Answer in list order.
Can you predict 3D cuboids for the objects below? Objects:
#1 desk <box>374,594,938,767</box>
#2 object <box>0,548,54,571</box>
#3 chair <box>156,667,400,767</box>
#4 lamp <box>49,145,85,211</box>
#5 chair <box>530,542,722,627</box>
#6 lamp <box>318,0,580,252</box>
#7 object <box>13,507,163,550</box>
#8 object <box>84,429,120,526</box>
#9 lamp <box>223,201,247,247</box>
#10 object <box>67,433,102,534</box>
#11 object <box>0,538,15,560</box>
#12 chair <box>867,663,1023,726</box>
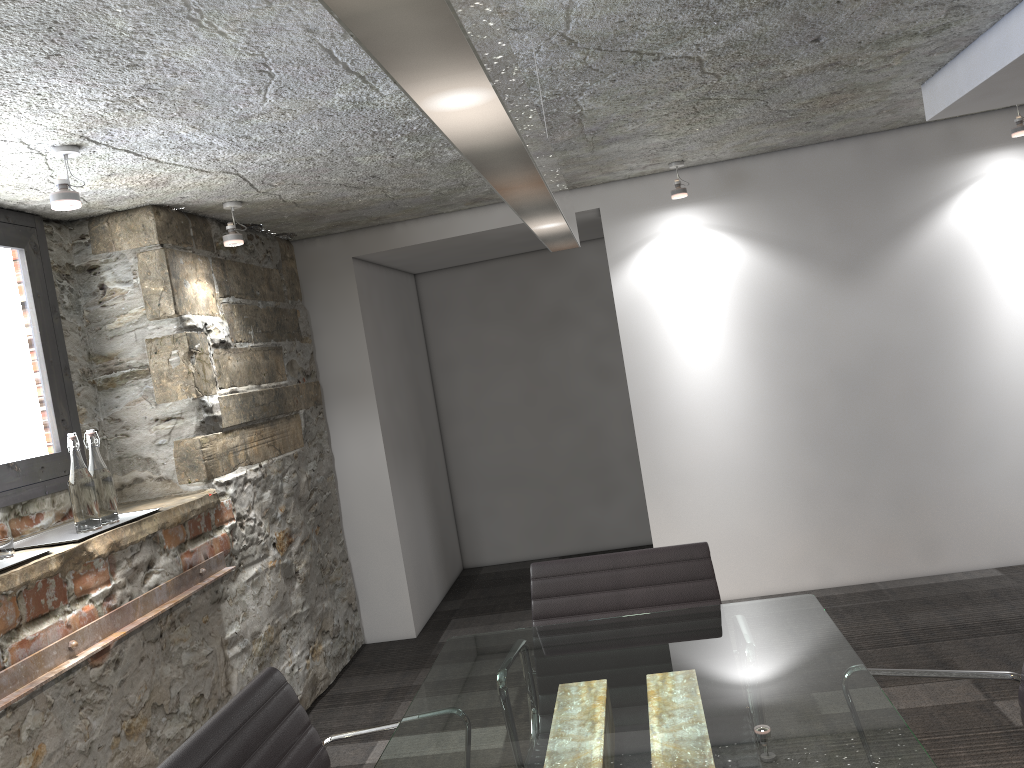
[{"bbox_3d":[0.141,1.018,0.658,0.909,0.711,3.154,-9,2,8],"label":"desk"},{"bbox_3d":[-1.406,0.481,2.171,0.310,0.007,0.457,-9,2,8],"label":"object"},{"bbox_3d":[-0.203,0.974,1.601,0.667,0.837,0.693,-9,2,-1],"label":"chair"},{"bbox_3d":[-1.219,-0.563,2.422,0.077,0.165,0.098,-7,3,41],"label":"lamp"},{"bbox_3d":[0.305,0.873,2.080,0.693,0.837,0.667,-9,2,0],"label":"chair"},{"bbox_3d":[-0.110,-0.496,0.600,0.073,0.524,3.159,-9,2,8],"label":"lamp"},{"bbox_3d":[-1.334,0.448,2.729,0.310,0.007,0.457,-9,2,8],"label":"object"},{"bbox_3d":[-1.289,0.291,2.766,0.073,0.300,0.073,-10,2,-24],"label":"object"},{"bbox_3d":[-1.087,-0.623,3.455,0.077,0.165,0.098,-7,3,41],"label":"lamp"},{"bbox_3d":[-1.300,0.296,2.674,0.073,0.300,0.073,-10,2,-24],"label":"object"},{"bbox_3d":[-1.391,0.435,2.280,0.111,0.072,0.191,-9,2,15],"label":"object"},{"bbox_3d":[0.732,0.827,1.454,0.667,0.837,0.693,-9,2,6],"label":"chair"}]
